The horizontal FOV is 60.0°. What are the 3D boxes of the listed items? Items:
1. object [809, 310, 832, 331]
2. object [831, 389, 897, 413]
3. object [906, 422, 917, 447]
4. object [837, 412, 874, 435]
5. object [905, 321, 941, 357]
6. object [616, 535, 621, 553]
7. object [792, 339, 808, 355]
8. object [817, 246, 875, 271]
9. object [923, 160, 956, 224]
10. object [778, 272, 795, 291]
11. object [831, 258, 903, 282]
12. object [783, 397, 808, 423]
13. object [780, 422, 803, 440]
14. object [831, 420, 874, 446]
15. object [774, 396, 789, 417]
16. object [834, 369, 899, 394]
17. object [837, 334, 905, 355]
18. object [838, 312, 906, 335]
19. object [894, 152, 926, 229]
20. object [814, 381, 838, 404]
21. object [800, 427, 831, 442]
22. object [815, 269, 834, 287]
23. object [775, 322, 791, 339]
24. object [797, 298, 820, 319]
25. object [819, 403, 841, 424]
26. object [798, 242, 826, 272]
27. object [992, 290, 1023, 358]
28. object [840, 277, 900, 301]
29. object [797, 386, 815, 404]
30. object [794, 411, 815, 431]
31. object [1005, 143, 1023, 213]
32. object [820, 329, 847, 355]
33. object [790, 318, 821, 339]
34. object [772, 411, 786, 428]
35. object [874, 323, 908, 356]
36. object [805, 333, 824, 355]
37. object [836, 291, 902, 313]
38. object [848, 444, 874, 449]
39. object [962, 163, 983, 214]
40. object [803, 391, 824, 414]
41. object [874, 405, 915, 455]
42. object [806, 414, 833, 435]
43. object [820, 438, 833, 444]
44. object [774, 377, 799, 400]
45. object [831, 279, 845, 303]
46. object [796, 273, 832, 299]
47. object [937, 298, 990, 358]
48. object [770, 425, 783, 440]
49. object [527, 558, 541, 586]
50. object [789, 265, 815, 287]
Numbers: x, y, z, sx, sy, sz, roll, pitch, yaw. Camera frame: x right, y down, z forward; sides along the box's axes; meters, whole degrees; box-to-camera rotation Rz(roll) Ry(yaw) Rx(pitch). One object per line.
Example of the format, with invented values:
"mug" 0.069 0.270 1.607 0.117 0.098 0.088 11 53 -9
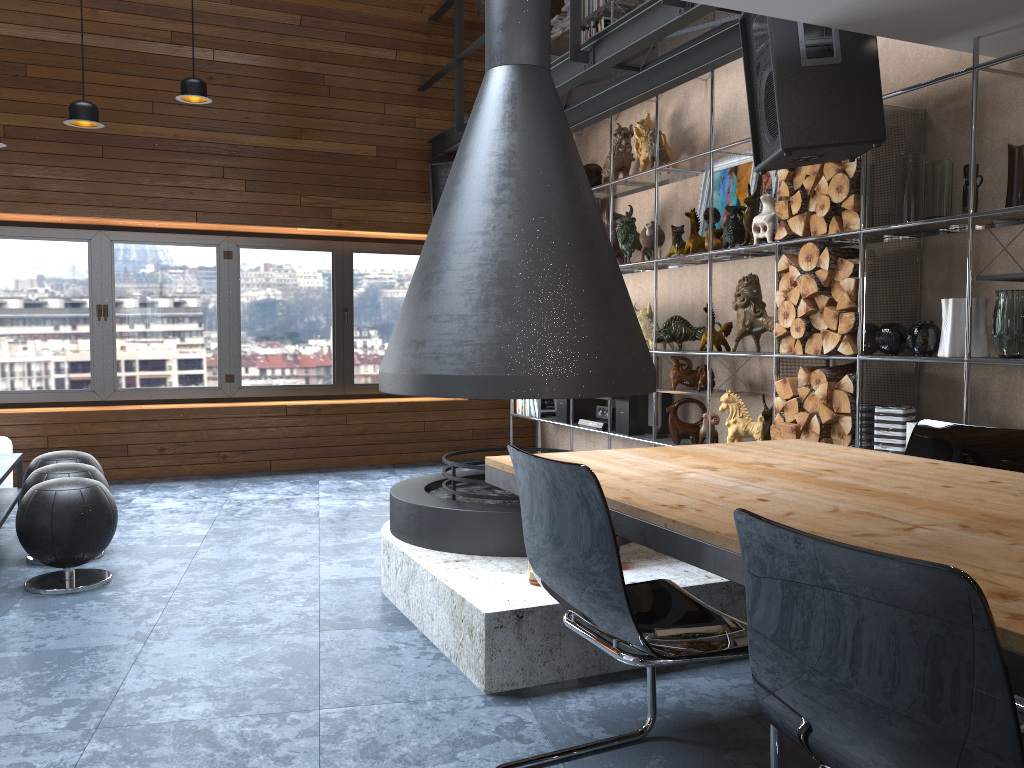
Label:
"object" 1.606 -0.310 4.328 0.288 0.118 0.147 -1 3 -28
"object" 1.653 0.075 4.162 0.299 0.114 0.135 -1 3 -26
"object" 1.784 0.313 3.813 0.092 0.287 0.148 -1 3 -24
"object" 1.673 0.174 4.160 0.309 0.121 0.111 -1 3 -24
"object" 1.781 -0.196 3.832 0.151 0.154 0.151 -1 3 -20
"object" 0.338 0.604 3.224 0.114 0.117 0.114 -2 4 -39
"object" 1.551 -0.189 4.448 0.303 0.095 0.087 -1 3 -24
"object" 1.592 -0.590 4.231 0.289 0.121 0.107 -1 3 -23
"object" 1.809 -0.811 3.754 0.113 0.253 0.112 -1 3 -23
"object" 1.515 -0.513 4.513 0.299 0.114 0.135 -1 3 -26
"object" 1.668 -0.530 4.165 0.299 0.119 0.151 -1 3 -21
"object" 1.514 0.118 4.472 0.290 0.153 0.112 -1 3 -27
"object" 1.527 0.237 4.476 0.374 0.131 0.115 -2 3 -28
"object" 1.671 0.234 4.219 0.286 0.143 0.143 -1 3 -24
"object" 1.492 0.117 4.571 0.308 0.120 0.097 -2 3 -28
"object" 1.665 -0.016 4.165 0.308 0.107 0.121 -2 3 -28
"object" 1.677 -0.187 4.137 0.330 0.105 0.107 -1 3 -26
"object" 1.678 -0.281 4.124 0.321 0.109 0.110 -1 3 -23
"object" 1.748 -0.848 3.900 0.122 0.313 0.122 0 3 -3
"object" 1.616 0.039 4.255 0.362 0.115 0.098 -1 3 -24
"object" 1.562 0.257 4.366 0.288 0.118 0.147 -1 3 -28
"object" 1.602 -0.508 4.258 0.303 0.090 0.098 -1 3 -25
"object" 1.489 -0.272 4.537 0.303 0.088 0.095 -1 3 -26
"object" 1.571 -0.377 4.368 0.331 0.110 0.101 -1 3 -22
"object" 1.639 0.141 4.239 0.329 0.107 0.128 -1 3 -23
"object" 1.558 -0.608 4.323 0.312 0.150 0.140 -1 3 -27
"object" 1.950 -0.232 3.451 0.144 0.264 0.142 0 3 6
"object" 1.667 -0.443 4.129 0.308 0.120 0.097 -2 3 -28
"object" 1.566 0.053 4.416 0.303 0.090 0.098 -1 3 -25
"object" 1.550 0.178 4.386 0.330 0.098 0.107 -2 3 -28
"object" 1.953 -0.800 3.417 0.092 0.268 0.092 0 3 -1
"object" 1.660 -0.196 4.237 0.362 0.131 0.154 -1 3 -23
"object" 1.530 -0.272 4.401 0.312 0.110 0.103 -1 3 -27
"object" 1.494 0.171 4.552 0.331 0.110 0.107 -1 3 -26
"object" 1.710 -0.201 3.992 0.150 0.146 0.148 -3 4 -44
"object" 1.595 -0.197 4.347 0.299 0.114 0.135 -1 3 -26
"object" 1.674 -0.376 4.134 0.331 0.110 0.107 -1 3 -26
"object" 1.678 0.317 4.162 0.303 0.088 0.095 -1 3 -26
"object" 1.865 -0.783 3.597 0.058 0.215 0.077 0 3 3
"object" 1.607 0.092 4.353 0.321 0.128 0.164 -1 3 -24
"object" 1.721 0.275 3.993 0.140 0.347 0.139 -3 4 -44
"object" 1.597 0.195 4.319 0.331 0.110 0.101 -1 3 -22
"object" 1.609 0.299 4.294 0.330 0.098 0.103 -1 3 -26
"object" 1.500 0.021 4.506 0.299 0.119 0.151 -1 3 -21
"object" 1.654 -0.437 4.209 0.290 0.153 0.112 -1 3 -27
"object" 1.561 -0.475 4.324 0.321 0.128 0.164 -1 3 -24
"object" 1.867 -0.231 3.663 0.175 0.241 0.165 1 3 12
"object" 1.490 0.264 4.571 0.321 0.109 0.110 -1 3 -23
"object" 0.095 0.630 2.992 0.086 0.088 0.086 -1 3 -19
"object" 1.552 -0.538 4.416 0.362 0.115 0.098 -1 3 -24
